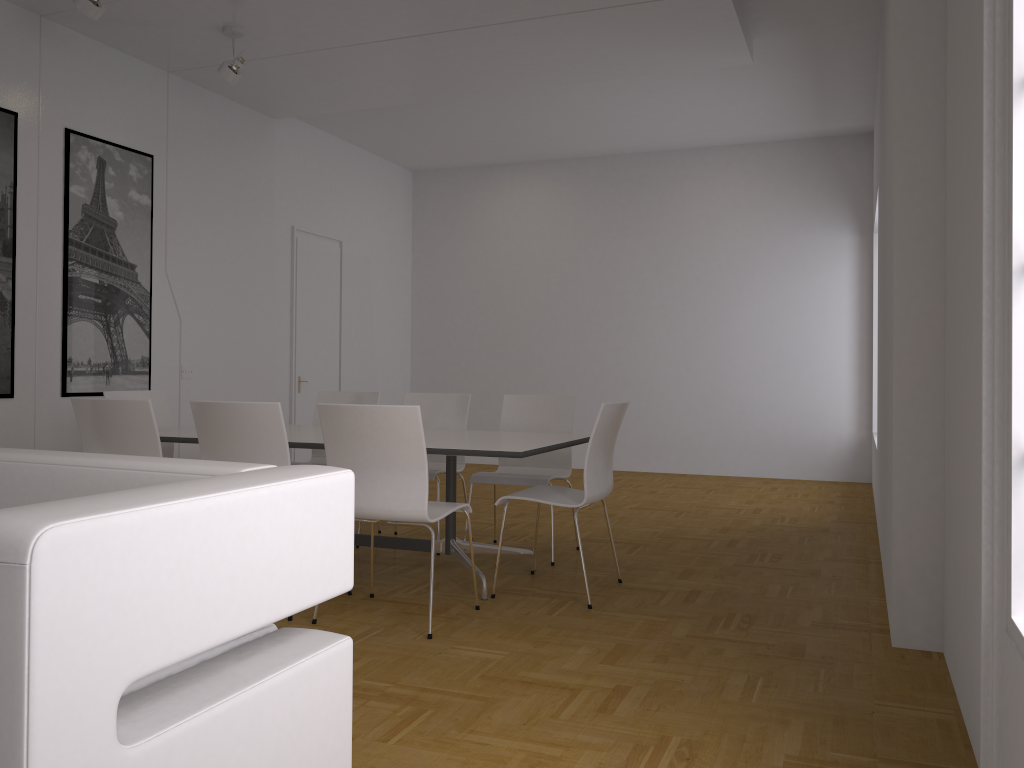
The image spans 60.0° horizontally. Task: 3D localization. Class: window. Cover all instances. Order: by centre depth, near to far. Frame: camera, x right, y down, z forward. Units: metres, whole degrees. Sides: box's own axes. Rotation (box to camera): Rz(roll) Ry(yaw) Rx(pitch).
[{"bbox_3d":[0.590,-0.212,0.507,0.195,2.528,3.350,0,0,21],"label":"window"}]

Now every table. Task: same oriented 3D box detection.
[{"bbox_3d":[-0.861,0.632,4.785,2.411,0.722,1.210,1,0,21],"label":"table"}]

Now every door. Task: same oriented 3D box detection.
[{"bbox_3d":[-1.954,-0.287,8.871,0.132,2.453,0.871,0,0,21],"label":"door"}]

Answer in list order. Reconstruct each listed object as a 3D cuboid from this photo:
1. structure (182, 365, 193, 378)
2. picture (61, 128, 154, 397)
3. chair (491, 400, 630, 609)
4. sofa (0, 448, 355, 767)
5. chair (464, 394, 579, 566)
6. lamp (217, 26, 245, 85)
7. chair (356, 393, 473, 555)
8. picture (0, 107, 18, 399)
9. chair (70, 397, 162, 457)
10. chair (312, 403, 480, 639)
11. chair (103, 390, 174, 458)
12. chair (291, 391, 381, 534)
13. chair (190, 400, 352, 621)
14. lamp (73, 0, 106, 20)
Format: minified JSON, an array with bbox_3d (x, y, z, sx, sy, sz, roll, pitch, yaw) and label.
[{"bbox_3d":[-2.539,-0.096,6.931,0.013,0.104,0.114,0,0,21],"label":"structure"},{"bbox_3d":[-2.810,-0.806,6.211,0.016,1.780,0.786,0,0,21],"label":"picture"},{"bbox_3d":[0.271,0.546,4.324,0.575,0.931,0.561,0,0,21],"label":"chair"},{"bbox_3d":[-1.699,0.582,1.980,2.623,0.849,0.822,1,0,21],"label":"sofa"},{"bbox_3d":[0.078,0.535,5.253,0.561,0.931,0.575,0,0,21],"label":"chair"},{"bbox_3d":[-1.872,-2.173,5.900,0.167,0.364,0.173,1,0,-26],"label":"lamp"},{"bbox_3d":[-0.575,0.526,5.509,0.561,0.931,0.575,0,0,21],"label":"chair"},{"bbox_3d":[-3.227,-0.798,5.149,0.013,1.780,0.786,0,0,21],"label":"picture"},{"bbox_3d":[-1.770,0.529,4.305,0.561,0.931,0.575,0,0,21],"label":"chair"},{"bbox_3d":[-0.502,0.545,3.808,0.561,0.931,0.575,0,0,21],"label":"chair"},{"bbox_3d":[-2.045,0.509,5.231,0.575,0.931,0.561,0,0,21],"label":"chair"},{"bbox_3d":[-1.190,0.518,5.750,0.561,0.931,0.575,0,0,21],"label":"chair"},{"bbox_3d":[-1.117,0.537,4.049,0.561,0.931,0.575,0,0,21],"label":"chair"},{"bbox_3d":[-2.294,-2.165,4.823,0.167,0.364,0.173,1,0,-26],"label":"lamp"}]
